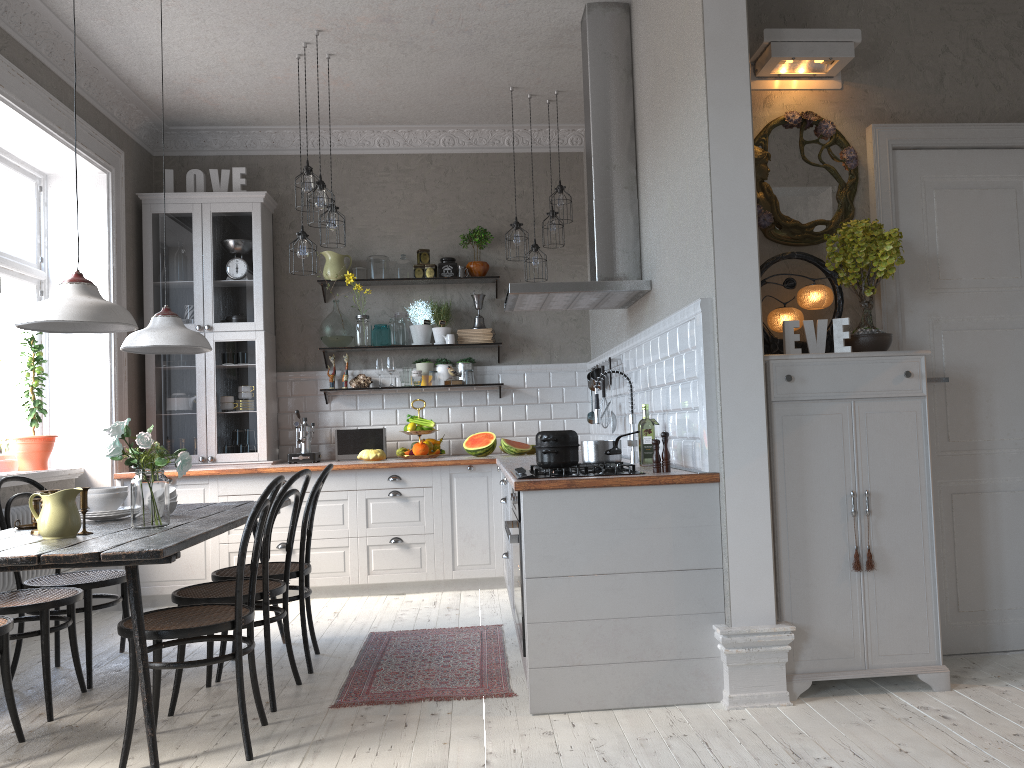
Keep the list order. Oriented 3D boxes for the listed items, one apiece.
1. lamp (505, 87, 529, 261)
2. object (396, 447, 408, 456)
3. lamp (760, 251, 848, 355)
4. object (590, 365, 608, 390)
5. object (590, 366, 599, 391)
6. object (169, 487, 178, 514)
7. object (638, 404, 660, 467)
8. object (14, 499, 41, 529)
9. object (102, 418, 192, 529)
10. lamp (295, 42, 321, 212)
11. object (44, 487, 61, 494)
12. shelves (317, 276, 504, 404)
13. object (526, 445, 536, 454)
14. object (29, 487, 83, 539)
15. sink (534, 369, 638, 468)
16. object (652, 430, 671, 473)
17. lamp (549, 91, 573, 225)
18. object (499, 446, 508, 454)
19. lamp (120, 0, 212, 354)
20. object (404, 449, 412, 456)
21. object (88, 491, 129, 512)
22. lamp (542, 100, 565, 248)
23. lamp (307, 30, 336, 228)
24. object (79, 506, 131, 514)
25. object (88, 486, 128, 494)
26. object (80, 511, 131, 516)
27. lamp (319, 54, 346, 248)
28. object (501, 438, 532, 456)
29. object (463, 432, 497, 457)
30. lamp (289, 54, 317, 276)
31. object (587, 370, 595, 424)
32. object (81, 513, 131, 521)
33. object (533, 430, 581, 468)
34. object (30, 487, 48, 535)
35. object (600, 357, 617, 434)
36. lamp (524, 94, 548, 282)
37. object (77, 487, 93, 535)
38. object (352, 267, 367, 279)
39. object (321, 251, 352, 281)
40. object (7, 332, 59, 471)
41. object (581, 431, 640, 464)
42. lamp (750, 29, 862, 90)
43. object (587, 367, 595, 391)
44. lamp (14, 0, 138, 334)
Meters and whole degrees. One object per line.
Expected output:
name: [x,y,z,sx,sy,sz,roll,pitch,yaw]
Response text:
lamp: [0.007,-1.685,5.860,0.144,1.735,0.149,-3,-3,28]
object: [-0.766,0.485,6.302,0.075,0.072,0.154,-3,-3,26]
lamp: [1.167,-0.267,3.648,0.448,0.558,0.172,-2,-3,3]
object: [0.555,-0.045,5.605,0.107,0.161,0.138,-3,-3,13]
object: [0.559,-0.039,5.733,0.108,0.161,0.136,-2,-3,-2]
object: [-1.503,0.508,3.804,0.123,0.119,0.129,-3,-3,12]
object: [0.623,0.232,4.019,0.090,0.282,0.081,-2,-3,-4]
object: [-1.884,0.511,3.501,0.141,0.112,0.137,-1,-3,-21]
object: [-1.364,0.332,3.327,0.313,0.414,0.250,-2,-3,-6]
lamp: [-1.190,-1.862,5.091,0.148,1.735,0.145,-1,-3,-17]
object: [-1.664,0.459,3.210,0.061,0.172,0.063,-3,-3,18]
shelves: [-0.734,-0.303,6.519,1.321,0.923,0.228,-2,-3,-5]
object: [0.130,0.466,6.314,0.204,0.073,0.117,0,-4,-41]
object: [-1.590,0.452,3.098,0.153,0.170,0.133,0,-4,-43]
sink: [0.364,0.288,4.334,0.530,0.720,0.484,-2,-3,-4]
object: [0.586,0.263,3.482,0.073,0.167,0.036,-2,-3,-5]
lamp: [0.301,-1.949,5.968,0.149,1.735,0.144,0,-3,-32]
object: [0.007,0.478,6.399,0.198,0.067,0.103,-2,-3,2]
lamp: [-1.576,-1.073,4.007,0.378,1.858,0.380,-2,-3,4]
object: [-0.724,0.485,6.269,0.084,0.057,0.089,-4,-3,28]
object: [-1.719,0.506,3.742,0.181,0.094,0.178,-1,-3,-13]
lamp: [0.256,-1.811,6.128,0.143,1.735,0.150,-4,-3,38]
lamp: [-1.082,-1.743,4.935,0.143,1.735,0.150,-4,-4,43]
object: [-1.717,0.542,3.741,0.234,0.027,0.240,-3,-3,19]
object: [-1.720,0.486,3.743,0.181,0.094,0.178,-1,-3,-13]
object: [-1.717,0.550,3.741,0.242,0.027,0.232,0,-3,-36]
lamp: [-1.082,-1.677,5.247,0.148,1.735,0.145,-1,-3,-17]
object: [0.038,0.434,6.133,0.227,0.127,0.146,-1,-3,-21]
object: [-0.223,0.421,6.161,0.233,0.174,0.220,-3,-3,18]
lamp: [-1.252,-1.513,5.228,0.150,1.735,0.143,0,-3,-37]
object: [0.551,0.088,6.115,0.077,0.378,0.082,-2,-3,-4]
object: [-1.717,0.559,3.740,0.235,0.027,0.240,-3,-3,14]
object: [0.180,0.259,3.530,0.193,0.147,0.190,-1,-3,-24]
object: [-1.728,0.465,3.277,0.097,0.172,0.094,-1,-3,-23]
object: [0.553,0.071,5.230,0.081,0.443,0.328,-2,-3,-2]
lamp: [0.134,-1.560,5.999,0.149,1.735,0.144,0,-3,-32]
object: [-1.539,0.456,3.185,0.059,0.167,0.059,-2,-3,10]
object: [-1.121,-0.800,6.514,0.103,0.111,0.103,-2,-3,-4]
object: [-1.280,-0.851,6.445,0.189,0.216,0.174,-3,-3,10]
object: [-2.798,0.097,5.172,0.256,0.813,0.264,-3,-3,23]
object: [0.439,0.269,3.781,0.298,0.134,0.178,-4,-3,30]
lamp: [1.237,-1.374,3.757,0.417,0.171,0.219,-2,-3,-5]
object: [0.553,-0.032,5.860,0.108,0.161,0.137,-2,-3,8]
lamp: [-1.538,-1.117,3.117,0.372,1.858,0.387,-4,-3,34]
